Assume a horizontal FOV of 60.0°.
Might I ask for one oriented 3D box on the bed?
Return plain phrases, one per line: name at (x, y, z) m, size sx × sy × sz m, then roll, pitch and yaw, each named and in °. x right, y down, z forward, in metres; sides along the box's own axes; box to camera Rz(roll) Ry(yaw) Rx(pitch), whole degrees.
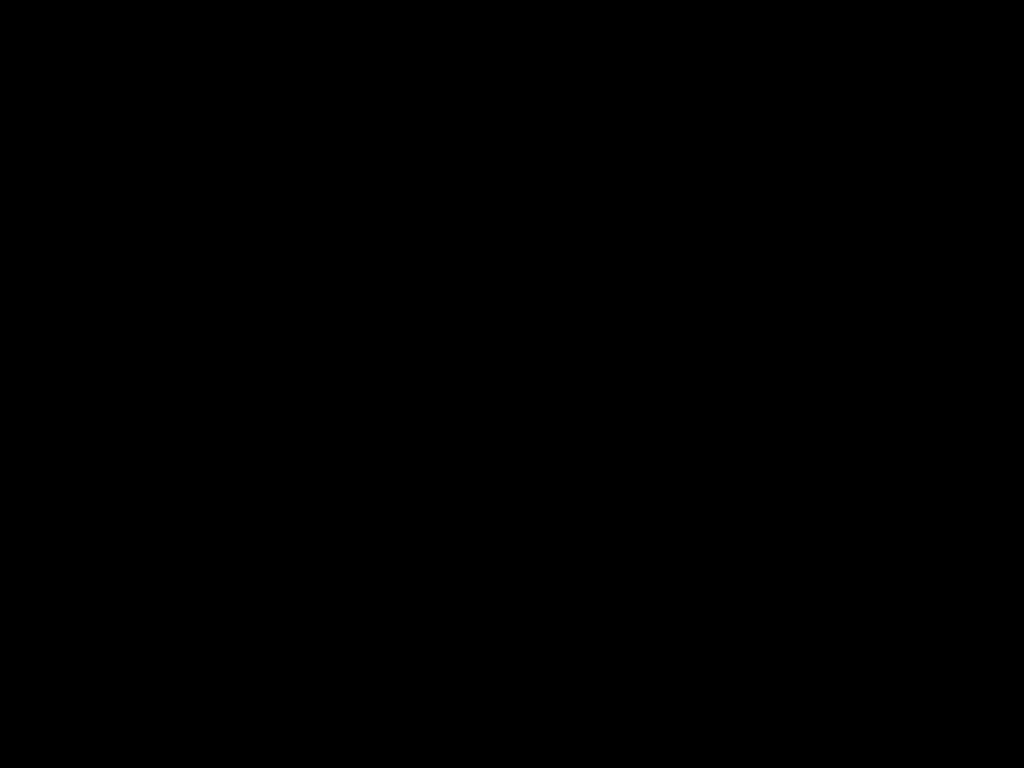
bed at (-0.214, -0.322, 0.418) m, size 2.087 × 0.994 × 3.009 m, roll 5°, pitch 0°, yaw 41°
